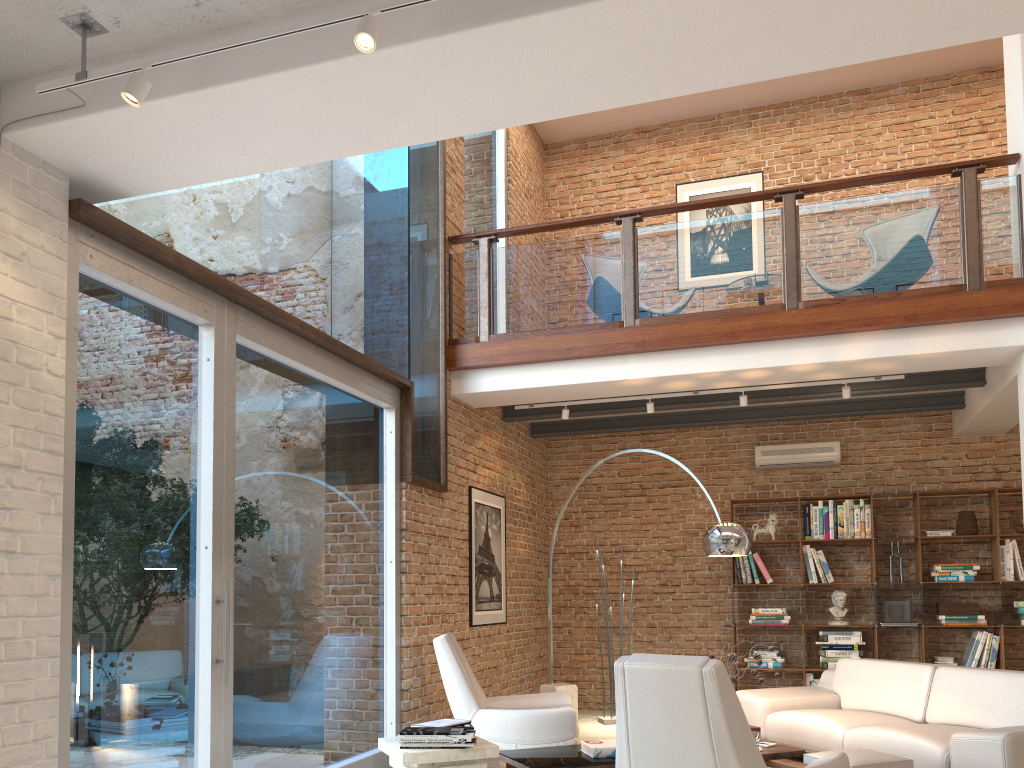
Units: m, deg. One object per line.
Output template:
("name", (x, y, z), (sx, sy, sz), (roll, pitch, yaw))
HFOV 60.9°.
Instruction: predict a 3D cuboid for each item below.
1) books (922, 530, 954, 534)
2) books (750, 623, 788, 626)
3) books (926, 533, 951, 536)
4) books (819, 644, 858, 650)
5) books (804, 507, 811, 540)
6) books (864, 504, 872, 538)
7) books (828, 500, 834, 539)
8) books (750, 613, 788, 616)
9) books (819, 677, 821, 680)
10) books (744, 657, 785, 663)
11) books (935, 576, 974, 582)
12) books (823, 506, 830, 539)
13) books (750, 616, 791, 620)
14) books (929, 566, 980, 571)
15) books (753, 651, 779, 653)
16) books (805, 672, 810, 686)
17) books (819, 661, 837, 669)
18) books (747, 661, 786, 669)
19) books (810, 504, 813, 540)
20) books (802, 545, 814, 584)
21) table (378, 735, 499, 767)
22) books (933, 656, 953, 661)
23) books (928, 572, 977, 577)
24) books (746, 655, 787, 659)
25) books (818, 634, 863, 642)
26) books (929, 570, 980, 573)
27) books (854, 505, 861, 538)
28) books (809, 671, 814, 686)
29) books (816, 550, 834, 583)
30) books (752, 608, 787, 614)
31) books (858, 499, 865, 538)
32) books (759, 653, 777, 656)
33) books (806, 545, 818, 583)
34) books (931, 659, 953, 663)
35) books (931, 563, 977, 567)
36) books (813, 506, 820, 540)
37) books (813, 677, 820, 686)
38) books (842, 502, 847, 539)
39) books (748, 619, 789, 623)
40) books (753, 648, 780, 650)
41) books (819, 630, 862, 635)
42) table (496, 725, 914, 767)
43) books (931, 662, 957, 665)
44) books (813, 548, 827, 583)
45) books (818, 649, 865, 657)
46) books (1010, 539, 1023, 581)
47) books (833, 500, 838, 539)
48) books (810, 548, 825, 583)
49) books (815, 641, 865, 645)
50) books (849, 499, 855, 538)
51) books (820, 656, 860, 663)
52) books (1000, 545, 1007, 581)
("books", (4.016, 1.401, 8.232), (0.237, 0.018, 0.175), (-3, -14, 11))
("books", (2.570, 2.397, 8.705), (0.357, 0.020, 0.279), (-5, -14, 18))
("books", (4.019, 1.425, 8.222), (0.206, 0.033, 0.135), (-5, -14, 18))
("books", (3.170, 2.553, 8.476), (0.327, 0.054, 0.261), (-4, -14, 13))
("books", (2.934, 1.394, 8.655), (0.056, 0.322, 0.259), (-2, -7, 18))
("books", (3.459, 1.349, 8.492), (0.056, 0.322, 0.259), (-2, -7, 18))
("books", (3.136, 1.344, 8.570), (0.036, 0.375, 0.248), (-2, -6, 18))
("books", (2.570, 2.306, 8.716), (0.356, 0.020, 0.279), (-5, -14, 16))
("books", (3.036, 3.036, 8.513), (0.056, 0.322, 0.259), (-2, -7, 18))
("books", (2.523, 2.752, 8.706), (0.381, 0.035, 0.250), (-5, -14, 18))
("books", (4.166, 1.836, 8.206), (0.329, 0.054, 0.260), (-8, -15, 27))
("books", (3.097, 1.379, 8.602), (0.056, 0.322, 0.259), (-2, -7, 18))
("books", (2.566, 2.330, 8.695), (0.380, 0.035, 0.250), (-3, -14, 11))
("books", (4.158, 1.735, 8.203), (0.380, 0.035, 0.250), (-3, -14, 11))
("books", (2.537, 2.678, 8.728), (0.237, 0.018, 0.175), (-3, -14, 11))
("books", (2.902, 3.022, 8.556), (0.036, 0.375, 0.248), (-2, -6, 18))
("books", (3.190, 2.731, 8.468), (0.380, 0.063, 0.250), (-3, -13, 12))
("books", (2.541, 2.794, 8.689), (0.329, 0.054, 0.260), (-8, -15, 27))
("books", (2.971, 1.376, 8.643), (0.021, 0.351, 0.277), (-2, -7, 18))
("books", (2.928, 1.790, 8.639), (0.101, 0.375, 0.248), (-2, -7, 18))
("table", (-0.382, 2.080, 4.452), (0.496, 0.493, 0.505), (3, -9, -22))
("books", (4.066, 2.590, 8.220), (0.133, 0.033, 0.211), (-3, -14, 12))
("books", (4.148, 1.794, 8.223), (0.381, 0.035, 0.250), (-5, -14, 18))
("books", (2.535, 2.722, 8.693), (0.380, 0.018, 0.250), (-3, -14, 10))
("books", (3.202, 2.478, 8.502), (0.380, 0.063, 0.250), (-3, -13, 12))
("books", (4.160, 1.764, 8.210), (0.380, 0.018, 0.250), (-3, -14, 10))
("books", (3.360, 1.352, 8.501), (0.056, 0.322, 0.259), (-2, -7, 18))
("books", (2.942, 3.023, 8.560), (0.036, 0.375, 0.248), (-2, -6, 18))
("books", (3.075, 1.797, 8.570), (0.158, 0.322, 0.259), (-2, -8, 18))
("books", (2.577, 2.268, 8.714), (0.328, 0.054, 0.261), (-5, -14, 20))
("books", (3.407, 1.322, 8.493), (0.036, 0.375, 0.248), (-2, -6, 18))
("books", (2.540, 2.702, 8.718), (0.206, 0.033, 0.135), (-5, -14, 18))
("books", (2.957, 1.782, 8.605), (0.104, 0.375, 0.248), (-2, -7, 18))
("books", (4.053, 2.615, 8.218), (0.163, 0.017, 0.258), (-5, -14, 17))
("books", (4.162, 1.711, 8.225), (0.356, 0.020, 0.279), (-5, -14, 16))
("books", (3.002, 1.383, 8.614), (0.056, 0.322, 0.259), (-2, -7, 18))
("books", (2.984, 3.043, 8.536), (0.057, 0.322, 0.259), (-2, -7, 18))
("books", (3.255, 1.349, 8.541), (0.021, 0.351, 0.277), (-2, -7, 18))
("books", (2.559, 2.368, 8.703), (0.380, 0.035, 0.250), (-4, -14, 13))
("books", (2.539, 2.647, 8.707), (0.253, 0.017, 0.166), (-5, -14, 18))
("books", (3.196, 2.428, 8.502), (0.381, 0.035, 0.250), (-5, -14, 18))
("table", (0.933, 2.266, 5.125), (1.976, 0.419, 2.260), (4, -14, -20))
("books", (4.075, 2.634, 8.221), (0.171, 0.018, 0.242), (-3, -14, 11))
("books", (3.034, 1.796, 8.599), (0.125, 0.341, 0.277), (-2, -8, 18))
("books", (3.200, 2.613, 8.475), (0.380, 0.063, 0.251), (-2, -13, 5))
("books", (4.664, 1.635, 8.077), (0.101, 0.375, 0.248), (-2, -7, 18))
("books", (3.174, 1.343, 8.568), (0.036, 0.375, 0.248), (-2, -6, 18))
("books", (3.011, 1.796, 8.597), (0.125, 0.341, 0.277), (-2, -8, 18))
("books", (3.189, 2.517, 8.485), (0.446, 0.020, 0.279), (-5, -14, 18))
("books", (3.318, 1.330, 8.522), (0.036, 0.375, 0.248), (-2, -6, 18))
("books", (3.194, 2.676, 8.490), (0.363, 0.054, 0.289), (-5, -14, 20))
("books", (4.532, 1.668, 8.095), (0.056, 0.322, 0.259), (-2, -7, 18))
